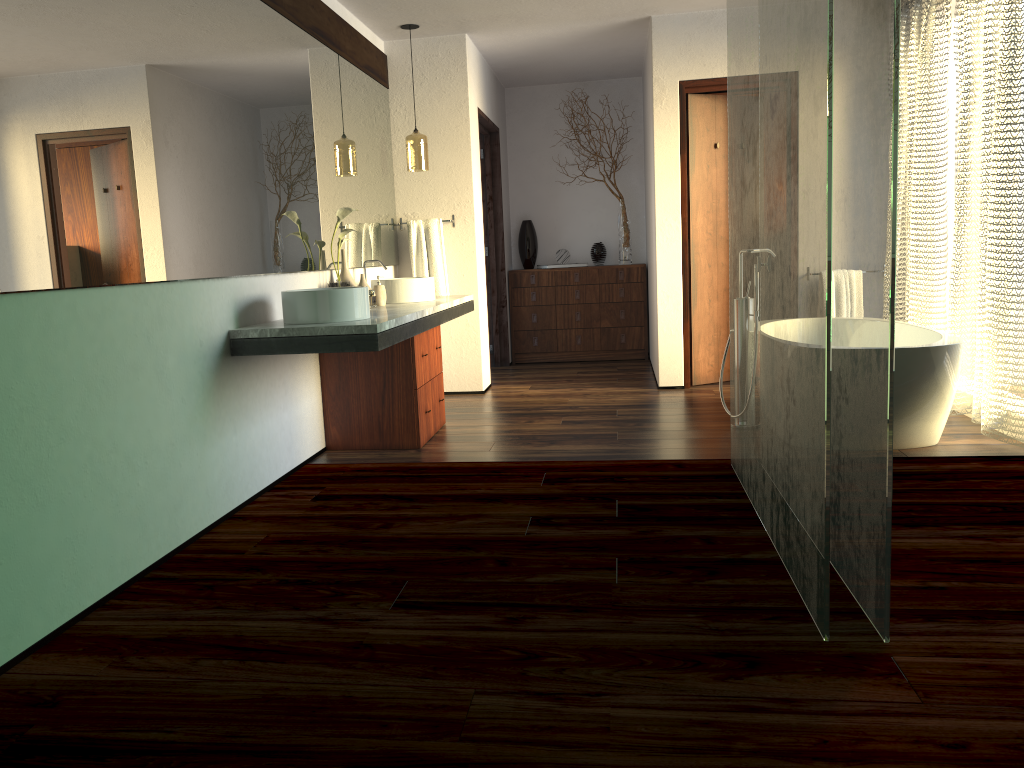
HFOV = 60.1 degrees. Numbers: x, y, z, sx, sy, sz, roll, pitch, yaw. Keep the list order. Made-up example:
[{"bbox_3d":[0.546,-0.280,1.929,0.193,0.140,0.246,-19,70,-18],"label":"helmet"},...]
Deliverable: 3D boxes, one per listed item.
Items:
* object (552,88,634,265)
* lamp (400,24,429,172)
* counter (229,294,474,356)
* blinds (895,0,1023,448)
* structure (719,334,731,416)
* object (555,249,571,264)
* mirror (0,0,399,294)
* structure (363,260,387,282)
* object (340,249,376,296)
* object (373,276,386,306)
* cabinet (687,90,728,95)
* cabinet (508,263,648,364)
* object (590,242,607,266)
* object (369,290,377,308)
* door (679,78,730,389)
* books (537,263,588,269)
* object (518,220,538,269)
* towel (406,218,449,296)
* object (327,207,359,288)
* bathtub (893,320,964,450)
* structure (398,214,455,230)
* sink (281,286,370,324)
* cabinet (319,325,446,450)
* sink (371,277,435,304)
[{"bbox_3d":[0.652,-1.712,7.369,0.714,1.449,0.845,-9,10,-38],"label":"object"},{"bbox_3d":[-0.610,-1.774,5.521,0.135,0.867,0.142,-9,10,-39],"label":"lamp"},{"bbox_3d":[-0.660,-0.332,4.450,0.591,0.101,2.243,-2,8,7],"label":"counter"},{"bbox_3d":[2.183,-1.013,4.401,0.182,2.336,2.110,-2,8,7],"label":"blinds"},{"bbox_3d":[1.177,-0.232,4.500,0.239,0.897,0.283,-10,11,-41],"label":"structure"},{"bbox_3d":[0.437,-1.096,7.610,0.131,0.131,0.130,-2,8,4],"label":"object"},{"bbox_3d":[-1.034,-1.072,3.934,0.017,1.152,4.050,-2,8,7],"label":"mirror"},{"bbox_3d":[-0.782,-0.575,4.977,0.166,0.242,0.065,-1,8,13],"label":"structure"},{"bbox_3d":[-0.818,-0.547,4.584,0.245,0.305,0.117,3,10,35],"label":"object"},{"bbox_3d":[-0.695,-0.487,4.632,0.070,0.158,0.071,-4,8,-9],"label":"object"},{"bbox_3d":[1.990,-1.382,7.003,1.495,2.363,0.356,-1,8,10],"label":"cabinet"},{"bbox_3d":[0.575,-0.604,7.618,1.148,0.800,0.400,-1,8,9],"label":"cabinet"},{"bbox_3d":[0.739,-1.111,7.556,0.135,0.200,0.142,-9,10,-37],"label":"object"},{"bbox_3d":[-0.712,-0.434,4.492,0.039,0.090,0.056,0,9,18],"label":"object"},{"bbox_3d":[1.476,-0.974,5.843,0.736,1.946,0.461,-1,8,9],"label":"door"},{"bbox_3d":[0.489,-1.021,7.619,0.491,0.034,0.250,-5,9,-16],"label":"books"},{"bbox_3d":[0.138,-1.202,7.644,0.173,0.417,0.168,1,9,21],"label":"object"},{"bbox_3d":[-0.555,-0.770,5.864,0.263,0.636,0.158,2,9,27],"label":"towel"},{"bbox_3d":[-0.863,-0.633,4.499,0.186,0.504,0.246,-5,8,-14],"label":"object"},{"bbox_3d":[1.638,-0.024,4.365,0.770,0.485,1.609,-2,8,7],"label":"bathtub"},{"bbox_3d":[-0.571,-1.075,5.883,0.372,0.088,0.101,-2,8,10],"label":"structure"},{"bbox_3d":[-0.770,-0.329,3.668,0.361,0.130,0.354,-1,8,11],"label":"sink"},{"bbox_3d":[-0.659,-0.018,4.700,0.516,0.599,0.654,-2,8,8],"label":"cabinet"},{"bbox_3d":[-0.613,-0.530,4.985,0.353,0.130,0.361,-5,9,-14],"label":"sink"}]
